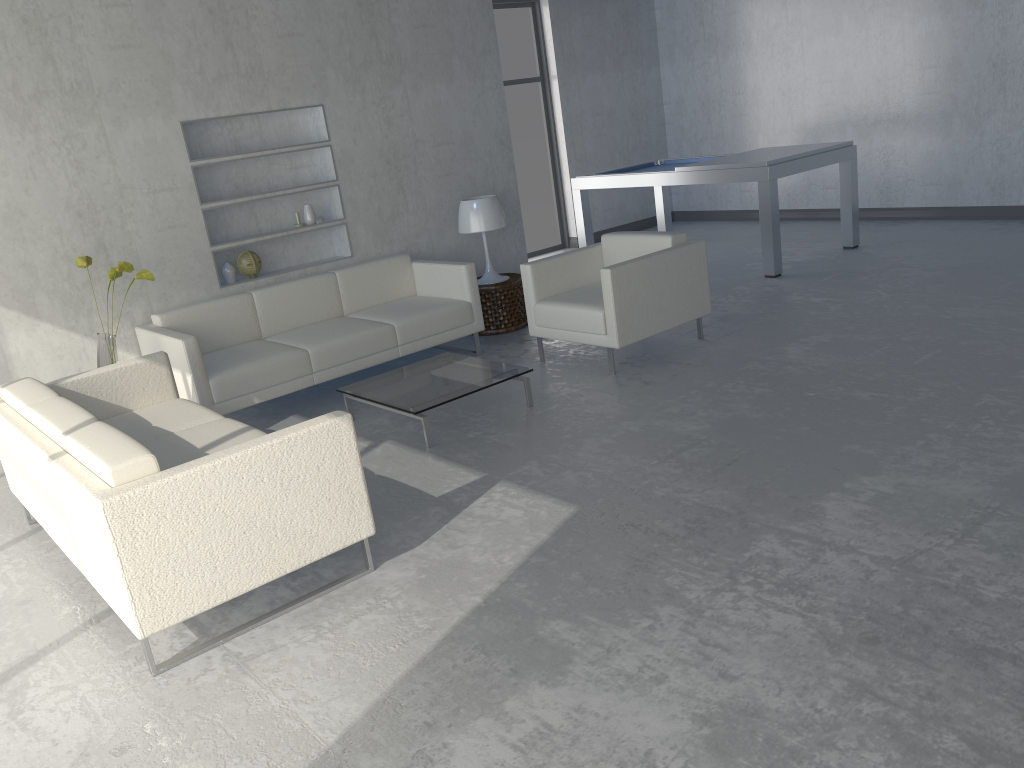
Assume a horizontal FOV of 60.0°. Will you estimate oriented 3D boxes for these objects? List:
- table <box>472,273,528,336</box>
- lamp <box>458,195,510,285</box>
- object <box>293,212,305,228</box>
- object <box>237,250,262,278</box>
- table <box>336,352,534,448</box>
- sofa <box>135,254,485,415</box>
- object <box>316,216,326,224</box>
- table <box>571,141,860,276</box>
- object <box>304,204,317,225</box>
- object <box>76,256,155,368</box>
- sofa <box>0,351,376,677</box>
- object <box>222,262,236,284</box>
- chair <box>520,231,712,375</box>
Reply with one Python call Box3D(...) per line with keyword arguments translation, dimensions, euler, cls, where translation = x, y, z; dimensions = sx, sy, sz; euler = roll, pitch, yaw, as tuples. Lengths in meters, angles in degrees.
Box3D(translation=(-0.121, -0.571, 6.328), dimensions=(0.452, 0.358, 0.452), euler=(0, 19, 27), cls="table")
Box3D(translation=(-0.188, -1.007, 6.196), dimensions=(0.347, 0.582, 0.347), euler=(-2, 18, 21), cls="lamp")
Box3D(translation=(-1.397, -1.072, 5.788), dimensions=(0.074, 0.094, 0.074), euler=(-4, 17, 16), cls="object")
Box3D(translation=(-1.643, -0.761, 5.607), dimensions=(0.088, 0.179, 0.163), euler=(6, 22, 41), cls="object")
Box3D(translation=(-0.398, 0.065, 4.643), dimensions=(0.730, 0.190, 0.773), euler=(-21, 21, -35), cls="table")
Box3D(translation=(-1.159, -0.296, 5.399), dimensions=(1.881, 0.658, 0.821), euler=(-21, 21, -35), cls="sofa")
Box3D(translation=(-1.255, -1.081, 5.821), dimensions=(0.064, 0.050, 0.064), euler=(-18, 19, -30), cls="object")
Box3D(translation=(1.692, -1.517, 7.637), dimensions=(1.180, 0.835, 2.095), euler=(-21, 21, -35), cls="table")
Box3D(translation=(-1.331, -1.113, 5.827), dimensions=(0.079, 0.130, 0.079), euler=(-22, 21, -37), cls="object")
Box3D(translation=(-2.038, -0.175, 4.760), dimensions=(0.400, 1.051, 0.387), euler=(-11, 17, -9), cls="object")
Box3D(translation=(-1.371, 0.325, 3.450), dimensions=(0.821, 0.658, 1.881), euler=(-21, 21, -35), cls="sofa")
Box3D(translation=(-1.770, -0.697, 5.548), dimensions=(0.086, 0.128, 0.086), euler=(-17, 18, -25), cls="object")
Box3D(translation=(0.612, -0.516, 5.236), dimensions=(0.821, 0.662, 0.748), euler=(-21, 21, -35), cls="chair")
